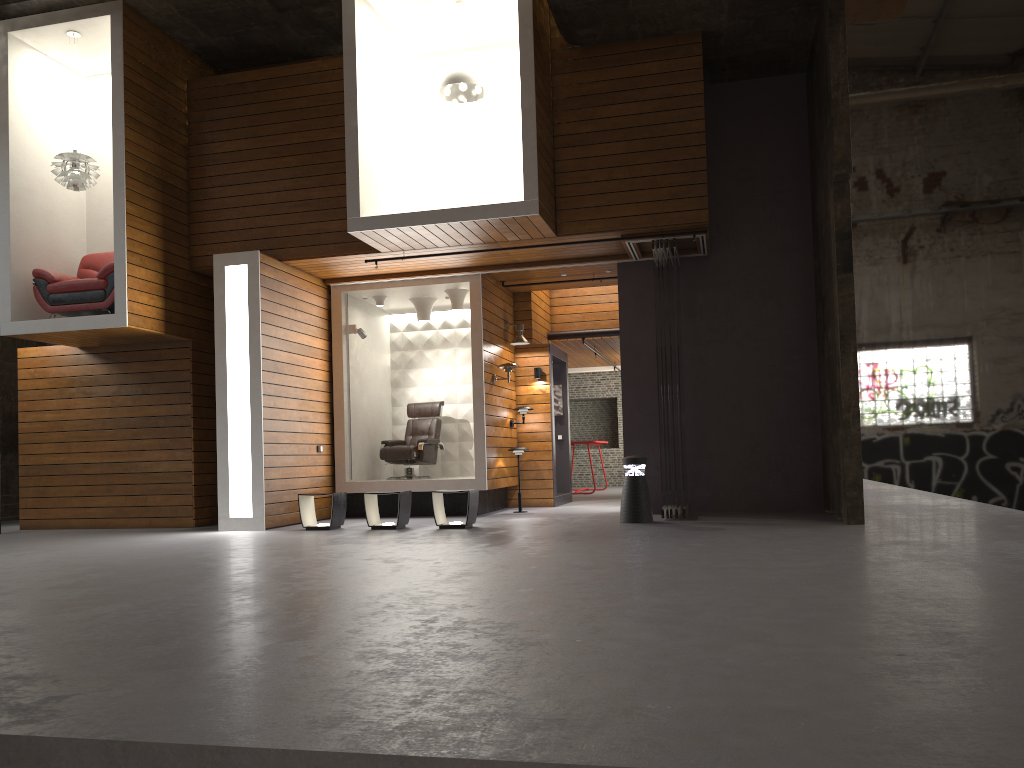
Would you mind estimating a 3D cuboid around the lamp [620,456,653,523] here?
[{"bbox_3d":[1.295,1.099,9.293,0.348,0.695,0.348,-3,-3,19],"label":"lamp"}]

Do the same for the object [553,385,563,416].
[{"bbox_3d":[0.595,0.259,13.788,0.380,0.477,0.048,-2,-2,14],"label":"object"}]

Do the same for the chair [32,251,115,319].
[{"bbox_3d":[-4.686,-1.146,10.165,1.201,0.936,0.954,-3,-3,14],"label":"chair"}]

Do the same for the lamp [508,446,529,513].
[{"bbox_3d":[0.096,1.239,11.529,0.287,0.861,0.288,-2,-2,-1],"label":"lamp"}]

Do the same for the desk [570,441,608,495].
[{"bbox_3d":[1.350,1.615,17.126,0.844,0.983,1.720,-2,-4,13],"label":"desk"}]

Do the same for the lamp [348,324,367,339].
[{"bbox_3d":[-2.011,-0.681,11.542,0.248,0.188,0.130,-1,-3,-18],"label":"lamp"}]

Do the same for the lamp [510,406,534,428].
[{"bbox_3d":[0.140,0.448,12.223,0.327,0.296,0.288,-3,-3,14],"label":"lamp"}]

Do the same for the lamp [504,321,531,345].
[{"bbox_3d":[0.079,-0.710,12.123,0.346,0.330,0.295,-3,-3,15],"label":"lamp"}]

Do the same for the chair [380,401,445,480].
[{"bbox_3d":[-1.370,0.770,12.211,0.756,1.069,0.826,-3,-3,29],"label":"chair"}]

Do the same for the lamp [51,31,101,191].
[{"bbox_3d":[-4.878,-3.053,9.881,0.512,1.771,0.488,-1,-2,-23],"label":"lamp"}]

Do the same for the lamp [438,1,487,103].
[{"bbox_3d":[-0.550,-3.626,9.561,0.530,0.985,0.530,-3,-3,26],"label":"lamp"}]

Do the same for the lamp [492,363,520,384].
[{"bbox_3d":[-0.074,-0.139,11.375,0.351,0.270,0.288,-3,-4,14],"label":"lamp"}]

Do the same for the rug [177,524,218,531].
[{"bbox_3d":[-3.349,1.698,10.678,0.540,0.014,1.581,-3,-5,13],"label":"rug"}]
